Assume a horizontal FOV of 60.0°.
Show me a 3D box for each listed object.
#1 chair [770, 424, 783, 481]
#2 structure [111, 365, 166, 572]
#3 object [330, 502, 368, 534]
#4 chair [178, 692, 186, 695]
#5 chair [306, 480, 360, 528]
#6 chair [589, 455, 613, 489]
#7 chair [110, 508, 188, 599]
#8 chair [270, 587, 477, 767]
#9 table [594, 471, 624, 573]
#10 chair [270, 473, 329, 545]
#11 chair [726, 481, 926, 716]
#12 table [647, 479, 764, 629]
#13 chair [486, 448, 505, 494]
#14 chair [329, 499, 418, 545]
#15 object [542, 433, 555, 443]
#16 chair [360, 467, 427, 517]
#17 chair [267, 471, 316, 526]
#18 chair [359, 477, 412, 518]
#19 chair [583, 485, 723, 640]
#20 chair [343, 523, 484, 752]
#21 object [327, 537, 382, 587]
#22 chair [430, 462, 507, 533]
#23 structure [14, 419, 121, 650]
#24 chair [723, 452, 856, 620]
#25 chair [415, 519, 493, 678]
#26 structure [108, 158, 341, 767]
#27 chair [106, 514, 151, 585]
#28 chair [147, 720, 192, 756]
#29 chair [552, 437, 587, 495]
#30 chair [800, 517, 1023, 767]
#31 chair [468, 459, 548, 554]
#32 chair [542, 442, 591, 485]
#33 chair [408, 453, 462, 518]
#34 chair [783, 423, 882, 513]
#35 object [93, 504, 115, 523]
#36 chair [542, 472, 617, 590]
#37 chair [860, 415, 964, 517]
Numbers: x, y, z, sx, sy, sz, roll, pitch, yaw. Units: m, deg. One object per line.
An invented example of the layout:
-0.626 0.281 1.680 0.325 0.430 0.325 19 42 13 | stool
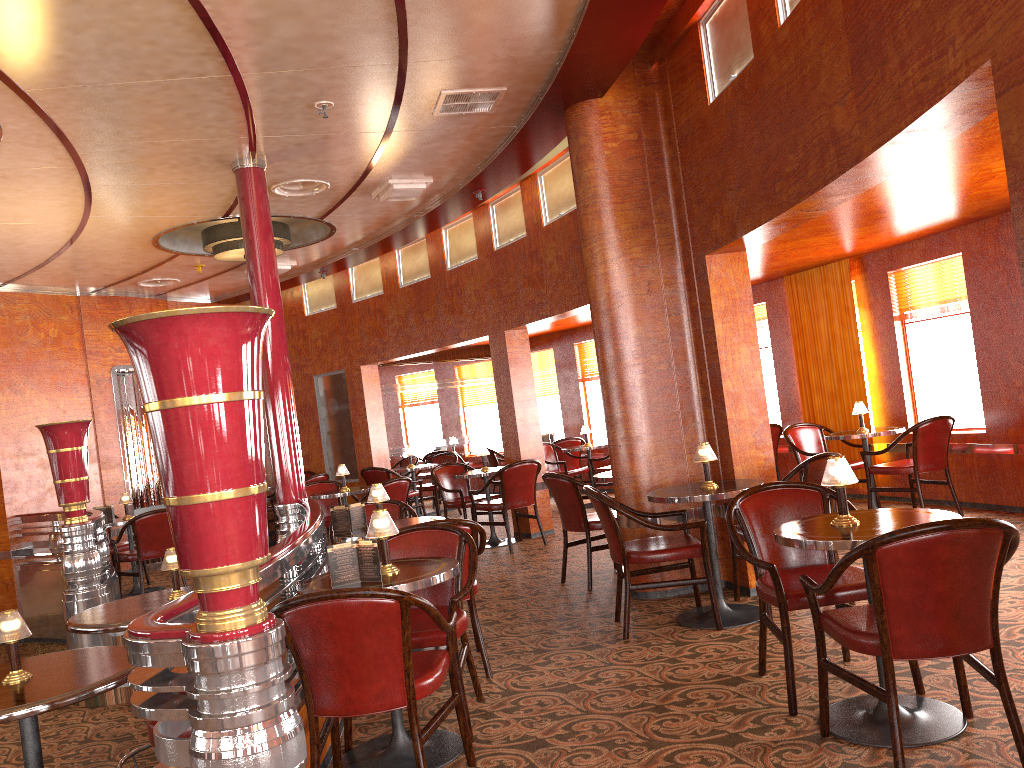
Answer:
2.402 0.815 8.828 0.587 0.816 0.616 -7 -1 -25 | chair
-4.184 0.941 10.305 0.557 2.354 0.811 -8 -1 36 | structure
-0.910 0.759 4.981 0.195 0.156 0.169 -7 -1 -15 | object
-1.393 1.624 3.955 0.350 0.755 0.350 -7 -1 -34 | chair
-1.784 1.363 8.787 0.587 0.816 0.616 -7 -1 -35 | chair
1.316 0.997 10.397 0.616 0.816 0.587 -8 -1 40 | chair
-3.239 1.534 8.011 0.587 0.816 0.616 -7 -1 -40 | chair
-0.481 1.047 3.043 0.588 0.816 0.615 -8 -1 5 | chair
0.964 0.994 6.511 0.640 0.720 0.639 -8 -1 26 | table
-2.491 1.504 10.694 0.616 0.816 0.587 -8 -1 30 | chair
1.252 0.837 3.704 0.587 0.816 0.615 -7 -1 -5 | chair
1.117 0.934 4.924 0.640 0.720 0.639 -8 -1 35 | table
-0.069 1.221 12.081 0.615 0.816 0.588 -7 -1 -18 | chair
-0.829 1.158 5.626 0.587 0.816 0.615 -7 -1 -15 | chair
0.489 0.754 12.039 0.169 0.156 0.195 -8 -1 7 | object
-1.449 1.366 10.655 0.588 0.816 0.615 -8 -1 35 | chair
-2.789 1.560 11.380 0.588 0.816 0.615 -8 -1 25 | chair
-1.188 1.266 8.041 0.616 0.816 0.587 -8 -1 40 | chair
0.752 0.933 4.923 0.615 0.816 0.588 -7 -1 0 | chair
-0.420 1.060 3.875 0.588 0.816 0.615 -8 -1 10 | chair
-0.613 0.680 3.376 0.169 0.156 0.195 -7 -1 -25 | object
-0.459 1.194 8.950 0.587 0.816 0.616 -7 -1 -40 | chair
-3.912 1.412 7.835 0.623 2.024 3.172 -7 -1 -35 | structure
1.580 0.826 4.990 0.615 0.816 0.588 -7 -1 -5 | chair
-0.400 1.074 4.510 0.587 0.816 0.615 -7 -1 -15 | chair
-1.193 0.165 4.117 0.549 3.604 4.356 -7 -1 -11 | structure
-4.087 1.668 8.890 0.616 0.816 0.587 -8 -1 35 | chair
-1.122 1.572 3.288 0.350 0.755 0.350 -7 -1 -34 | chair
0.693 1.113 11.729 0.587 0.816 0.615 -7 -1 -18 | chair
1.316 0.807 2.869 0.588 0.816 0.615 -7 -1 0 | chair
-0.009 1.116 8.214 0.587 0.816 0.616 -7 -1 -35 | chair
0.598 1.105 10.931 0.616 0.816 0.587 -8 -1 40 | chair
-0.982 1.325 11.424 0.588 0.816 0.615 -8 -1 35 | chair
2.777 0.741 7.822 0.587 0.816 0.616 -7 -1 -25 | chair
-3.823 1.227 8.402 0.195 0.156 0.169 -8 -1 10 | object
0.576 0.991 6.305 0.615 0.816 0.588 -7 -1 -25 | chair
3.203 0.665 7.032 0.587 0.816 0.616 -7 -1 -25 | chair
